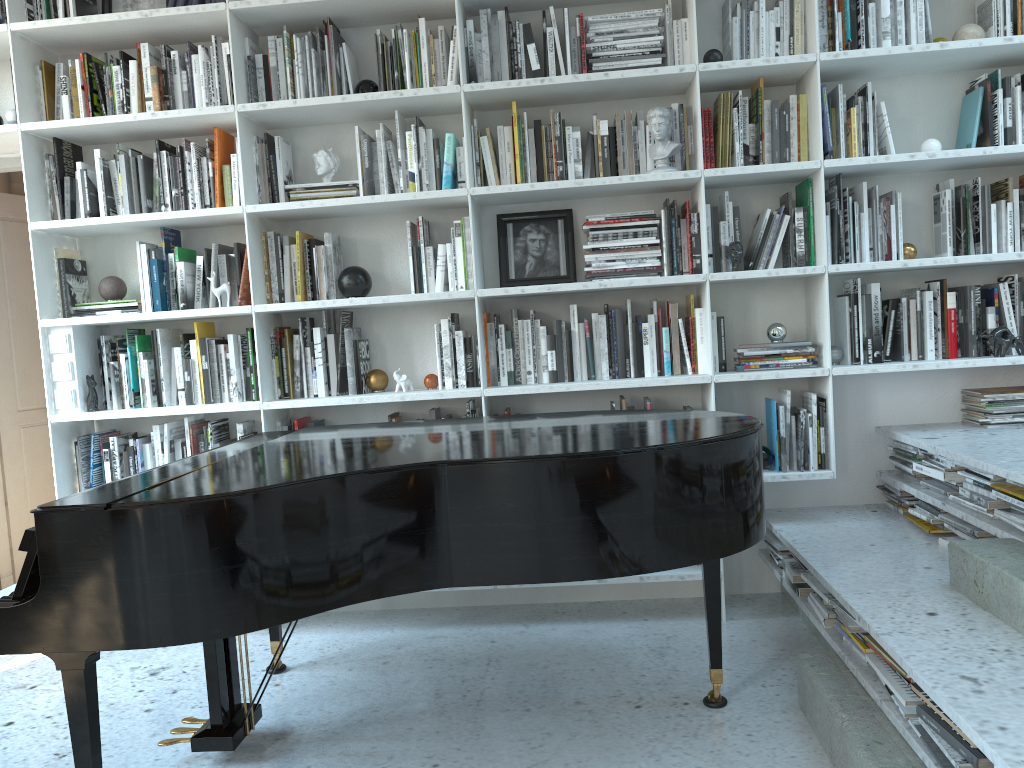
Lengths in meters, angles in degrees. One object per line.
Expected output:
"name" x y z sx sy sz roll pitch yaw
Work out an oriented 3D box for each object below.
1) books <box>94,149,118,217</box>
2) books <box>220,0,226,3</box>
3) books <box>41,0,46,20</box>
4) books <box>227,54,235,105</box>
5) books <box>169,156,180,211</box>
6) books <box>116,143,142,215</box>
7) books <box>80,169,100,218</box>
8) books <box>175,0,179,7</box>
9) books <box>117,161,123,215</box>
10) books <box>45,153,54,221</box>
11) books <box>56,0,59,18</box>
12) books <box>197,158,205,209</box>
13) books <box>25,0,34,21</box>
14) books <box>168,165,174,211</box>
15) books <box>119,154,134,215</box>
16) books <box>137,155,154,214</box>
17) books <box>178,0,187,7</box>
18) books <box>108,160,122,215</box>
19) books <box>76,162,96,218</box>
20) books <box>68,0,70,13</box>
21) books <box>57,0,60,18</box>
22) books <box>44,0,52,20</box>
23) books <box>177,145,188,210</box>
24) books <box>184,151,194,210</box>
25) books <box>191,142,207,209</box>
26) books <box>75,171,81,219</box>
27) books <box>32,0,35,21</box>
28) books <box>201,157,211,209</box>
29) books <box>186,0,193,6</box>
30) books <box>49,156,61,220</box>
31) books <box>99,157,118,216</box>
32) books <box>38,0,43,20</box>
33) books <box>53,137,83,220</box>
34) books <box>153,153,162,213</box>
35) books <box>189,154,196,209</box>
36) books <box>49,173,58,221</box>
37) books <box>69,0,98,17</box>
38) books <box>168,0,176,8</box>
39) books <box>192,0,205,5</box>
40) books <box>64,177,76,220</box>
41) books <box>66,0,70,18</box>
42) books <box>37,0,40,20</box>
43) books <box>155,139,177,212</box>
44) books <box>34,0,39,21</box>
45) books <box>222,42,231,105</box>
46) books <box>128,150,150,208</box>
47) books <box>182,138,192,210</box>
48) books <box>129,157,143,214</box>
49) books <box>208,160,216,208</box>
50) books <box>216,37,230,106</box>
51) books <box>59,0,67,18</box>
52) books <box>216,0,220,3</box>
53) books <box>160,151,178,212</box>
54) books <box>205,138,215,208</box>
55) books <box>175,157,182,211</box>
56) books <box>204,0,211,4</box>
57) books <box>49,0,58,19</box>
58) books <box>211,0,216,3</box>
"books" -1.595 -0.777 3.534 0.023 0.281 0.174 -3 4 5
"books" -1.076 -1.546 3.436 0.078 0.286 0.174 -3 4 5
"books" -1.794 -1.489 3.486 0.009 0.260 0.183 -3 4 5
"books" -1.031 -1.138 3.430 0.039 0.202 0.235 -3 4 5
"books" -1.301 -0.768 3.505 0.013 0.229 0.176 -3 4 5
"books" -1.505 -0.788 3.521 0.011 0.293 0.183 -3 4 5
"books" -1.641 -0.734 3.519 0.028 0.204 0.188 -3 4 5
"books" -1.251 -1.530 3.464 0.110 0.280 0.174 -3 4 5
"books" -1.515 -0.755 3.526 0.014 0.230 0.148 -3 4 5
"books" -1.807 -0.766 3.560 0.012 0.285 0.159 -3 4 5
"books" -1.742 -1.484 3.487 0.019 0.244 0.153 -3 4 5
"books" -1.198 -0.769 3.509 0.012 0.217 0.160 -3 4 5
"books" -1.860 -1.501 3.487 0.005 0.293 0.184 -3 4 5
"books" -1.316 -0.756 3.521 0.021 0.205 0.129 -3 4 5
"books" -1.488 -0.765 3.513 0.021 0.247 0.188 -3 4 5
"books" -1.420 -0.768 3.517 0.023 0.242 0.184 -3 4 5
"books" -1.229 -1.531 3.445 0.110 0.280 0.174 -3 4 5
"books" -1.546 -0.761 3.547 0.049 0.243 0.139 -3 4 5
"books" -1.666 -0.749 3.530 0.022 0.236 0.177 -3 4 5
"books" -1.689 -1.492 3.479 0.012 0.255 0.166 -3 4 5
"books" -1.732 -1.503 3.483 0.005 0.281 0.190 -3 4 5
"books" -1.778 -1.482 3.473 0.004 0.246 0.188 -3 4 5
"books" -1.276 -0.791 3.508 0.012 0.272 0.145 -3 4 5
"books" -1.253 -0.783 3.518 0.011 0.252 0.139 -3 4 5
"books" -1.214 -0.796 3.494 0.015 0.275 0.157 -3 4 5
"books" -1.695 -0.734 3.550 0.042 0.209 0.143 -3 4 5
"books" -1.845 -1.499 3.496 0.006 0.287 0.148 -3 4 5
"books" -1.182 -0.772 3.512 0.021 0.221 0.148 -3 4 5
"books" -1.206 -1.533 3.461 0.110 0.280 0.174 -3 4 5
"books" -1.766 -0.757 3.531 0.027 0.266 0.176 -3 4 5
"books" -1.577 -0.759 3.526 0.011 0.246 0.176 -3 4 5
"books" -1.800 -1.464 3.475 0.004 0.214 0.186 -3 4 5
"books" -1.750 -0.792 3.525 0.012 0.334 0.184 -3 4 5
"books" -1.384 -0.778 3.532 0.048 0.256 0.141 -3 4 5
"books" -1.232 -0.780 3.526 0.028 0.242 0.131 -3 4 5
"books" -1.787 -0.729 3.552 0.026 0.209 0.155 -3 4 5
"books" -1.676 -1.472 3.471 0.012 0.214 0.185 -3 4 5
"books" -1.274 -1.528 3.457 0.110 0.280 0.174 -3 4 5
"books" -1.177 -1.536 3.438 0.097 0.283 0.174 -3 4 5
"books" -1.720 -0.719 3.534 0.037 0.182 0.189 -3 4 5
"books" -1.700 -1.489 3.481 0.011 0.250 0.168 -3 4 5
"books" -1.806 -1.472 3.485 0.009 0.229 0.184 -3 4 5
"books" -1.357 -0.800 3.510 0.013 0.300 0.151 -3 4 5
"books" -1.832 -1.459 3.502 0.015 0.207 0.172 -3 4 5
"books" -1.068 -1.168 3.455 0.035 0.264 0.177 -3 4 5
"books" -1.471 -0.779 3.529 0.011 0.271 0.157 -3 4 5
"books" -1.265 -0.809 3.522 0.011 0.304 0.129 -3 4 5
"books" -1.454 -0.762 3.512 0.024 0.237 0.166 -3 4 5
"books" -1.151 -0.765 3.500 0.013 0.203 0.161 -3 4 5
"books" -1.097 -1.179 3.459 0.022 0.289 0.169 -3 4 5
"books" -1.718 -1.492 3.473 0.023 0.258 0.183 -3 4 5
"books" -1.098 -1.545 3.452 0.078 0.286 0.174 -3 4 5
"books" -1.338 -0.780 3.520 0.021 0.257 0.155 -3 4 5
"books" -1.166 -0.809 3.513 0.015 0.293 0.143 -3 4 5
"books" -1.287 -0.769 3.515 0.013 0.228 0.151 -3 4 5
"books" -1.143 -1.542 3.455 0.078 0.286 0.174 -3 4 5
"books" -1.754 -1.470 3.478 0.018 0.219 0.186 -3 4 5
"books" -1.120 -1.544 3.458 0.078 0.286 0.174 -3 4 5
